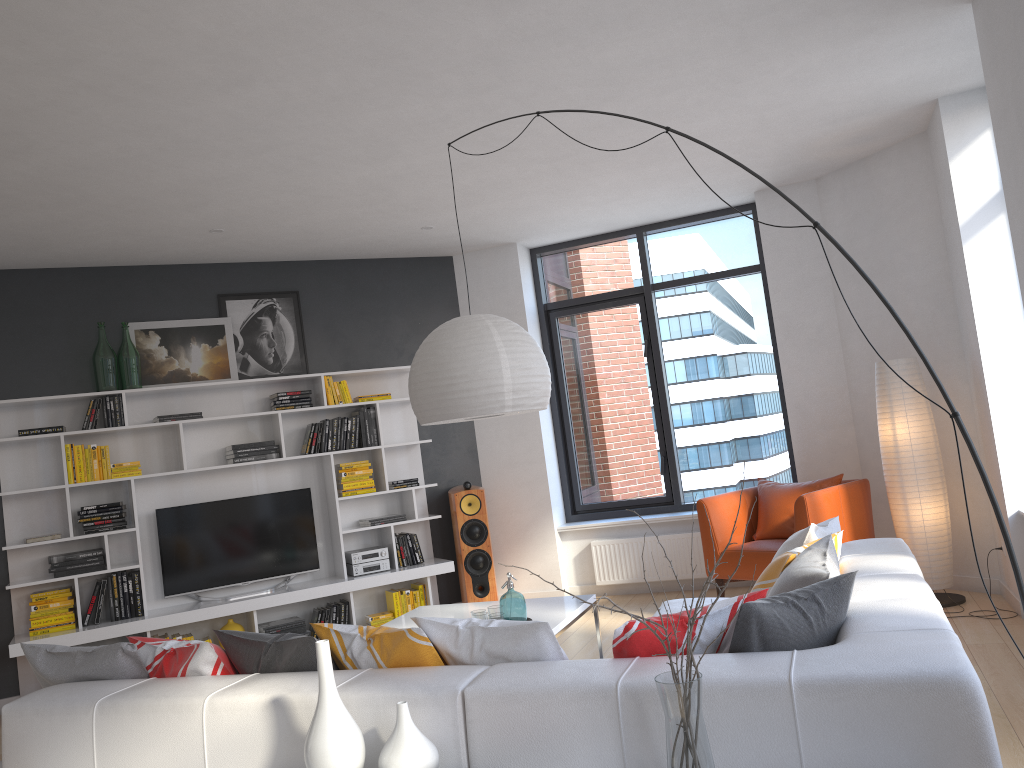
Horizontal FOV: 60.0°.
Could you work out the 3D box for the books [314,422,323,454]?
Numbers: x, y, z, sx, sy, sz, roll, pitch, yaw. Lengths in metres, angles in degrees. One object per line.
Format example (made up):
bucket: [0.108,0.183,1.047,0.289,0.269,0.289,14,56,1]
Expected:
books: [-1.491,0.417,6.770,0.081,0.233,0.169,-6,-4,-26]

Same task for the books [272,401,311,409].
books: [-1.680,0.163,6.749,0.264,0.020,0.189,-6,-4,-27]

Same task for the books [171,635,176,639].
books: [-2.302,1.855,6.094,0.041,0.252,0.180,-6,-4,-26]

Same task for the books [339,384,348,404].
books: [-1.314,0.081,6.844,0.046,0.161,0.108,-6,-4,-27]

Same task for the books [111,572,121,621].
books: [-2.722,1.455,6.093,0.034,0.314,0.237,-6,-4,-26]

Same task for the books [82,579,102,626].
books: [-2.858,1.484,6.038,0.142,0.284,0.232,-6,-4,-26]

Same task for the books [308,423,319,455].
books: [-1.525,0.422,6.769,0.096,0.234,0.187,-6,-4,-25]

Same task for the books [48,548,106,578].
books: [-2.959,1.216,6.032,0.343,0.137,0.277,-6,-4,-26]

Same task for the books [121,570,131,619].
books: [-2.667,1.450,6.123,0.034,0.315,0.239,-6,-4,-26]

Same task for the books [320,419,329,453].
books: [-1.447,0.403,6.808,0.075,0.254,0.192,-6,-4,-26]

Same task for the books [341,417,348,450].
books: [-1.317,0.390,6.867,0.075,0.254,0.192,-6,-4,-26]

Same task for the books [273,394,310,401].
books: [-1.678,0.108,6.749,0.246,0.026,0.180,-6,-4,-23]

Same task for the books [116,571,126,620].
books: [-2.695,1.447,6.111,0.026,0.326,0.237,-6,-4,-26]

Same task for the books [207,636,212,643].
books: [-2.088,1.863,6.194,0.046,0.193,0.149,-6,-4,-25]

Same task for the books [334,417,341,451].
books: [-1.359,0.392,6.850,0.066,0.260,0.197,-6,-4,-26]

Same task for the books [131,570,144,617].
books: [-2.598,1.451,6.149,0.051,0.297,0.230,-6,-4,-26]

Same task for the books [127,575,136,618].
books: [-2.632,1.466,6.130,0.028,0.272,0.200,-6,-4,-26]

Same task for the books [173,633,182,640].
books: [-2.283,1.855,6.115,0.055,0.252,0.185,-6,-4,-27]

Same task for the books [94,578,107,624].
books: [-2.805,1.475,6.044,0.100,0.289,0.210,-6,-4,-26]

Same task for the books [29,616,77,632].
books: [-3.060,1.604,5.923,0.269,0.025,0.213,-6,-4,-23]

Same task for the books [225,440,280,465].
books: [-1.933,0.512,6.599,0.343,0.137,0.277,-5,-4,-30]

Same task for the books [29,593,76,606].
books: [-3.082,1.447,5.951,0.238,0.023,0.167,-7,-4,-10]

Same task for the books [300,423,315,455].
books: [-1.554,0.424,6.750,0.104,0.234,0.182,-6,-4,-25]

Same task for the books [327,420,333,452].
books: [-1.419,0.407,6.813,0.068,0.243,0.179,-6,-4,-27]

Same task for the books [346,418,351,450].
books: [-1.288,0.391,6.866,0.071,0.243,0.179,-6,-4,-27]

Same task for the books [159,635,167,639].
books: [-2.371,1.860,6.077,0.066,0.258,0.198,-6,-4,-26]

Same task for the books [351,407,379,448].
books: [-1.157,0.348,6.978,0.128,0.321,0.259,-6,-4,-26]

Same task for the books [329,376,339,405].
books: [-1.398,0.060,6.853,0.054,0.224,0.164,-6,-4,-26]

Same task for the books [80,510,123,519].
books: [-2.824,0.896,6.112,0.264,0.020,0.189,-6,-4,-22]

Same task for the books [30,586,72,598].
books: [-3.099,1.401,5.972,0.234,0.024,0.171,-6,-4,-21]

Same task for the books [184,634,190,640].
books: [-2.233,1.857,6.138,0.043,0.235,0.171,-6,-4,-27]

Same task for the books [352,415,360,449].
books: [-1.229,0.379,6.909,0.066,0.260,0.197,-6,-4,-26]

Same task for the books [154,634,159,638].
books: [-2.402,1.857,6.057,0.048,0.271,0.213,-6,-4,-26]

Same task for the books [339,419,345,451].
books: [-1.326,0.396,6.833,0.069,0.242,0.172,-6,-4,-25]

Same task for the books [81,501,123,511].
books: [-2.823,0.841,6.111,0.246,0.026,0.180,-6,-4,-18]

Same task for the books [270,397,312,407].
books: [-1.689,0.139,6.770,0.284,0.030,0.214,-6,-4,-22]

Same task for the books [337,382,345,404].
books: [-1.336,0.075,6.847,0.044,0.178,0.128,-6,-4,-26]

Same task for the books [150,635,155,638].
books: [-2.428,1.858,6.022,0.029,0.270,0.204,-6,-4,-26]

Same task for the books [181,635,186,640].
books: [-2.246,1.855,6.110,0.043,0.240,0.169,-6,-4,-27]

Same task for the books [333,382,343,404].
books: [-1.357,0.077,6.845,0.054,0.180,0.132,-6,-4,-25]

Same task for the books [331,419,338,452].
books: [-1.388,0.399,6.834,0.084,0.249,0.191,-6,-4,-26]

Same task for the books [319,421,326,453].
books: [-1.455,0.409,6.774,0.069,0.242,0.172,-6,-4,-25]

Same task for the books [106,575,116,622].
books: [-2.747,1.466,6.074,0.028,0.301,0.213,-6,-4,-26]

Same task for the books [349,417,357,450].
books: [-1.259,0.386,6.893,0.084,0.249,0.191,-6,-4,-26]

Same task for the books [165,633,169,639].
books: [-2.344,1.854,6.090,0.038,0.267,0.202,-6,-4,-25]

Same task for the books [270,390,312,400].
books: [-1.689,0.083,6.760,0.266,0.030,0.209,-5,-4,-32]

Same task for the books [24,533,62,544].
books: [-3.141,1.033,5.935,0.209,0.030,0.266,-5,-4,-32]

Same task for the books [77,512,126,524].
books: [-2.819,0.920,6.108,0.284,0.030,0.214,-6,-4,-17]

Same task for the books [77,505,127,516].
books: [-2.832,0.872,6.134,0.284,0.030,0.214,-6,-4,-17]

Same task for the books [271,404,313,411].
books: [-1.674,0.187,6.745,0.284,0.030,0.214,-6,-4,-22]

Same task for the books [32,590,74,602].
books: [-3.077,1.422,5.953,0.234,0.024,0.171,-6,-4,-21]

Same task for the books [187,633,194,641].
books: [-2.208,1.856,6.160,0.056,0.235,0.172,-6,-4,-26]

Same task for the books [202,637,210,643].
books: [-2.106,1.865,6.176,0.067,0.193,0.148,-6,-4,-25]

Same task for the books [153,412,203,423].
books: [-2.409,0.251,6.388,0.310,0.047,0.250,-5,-4,-30]
